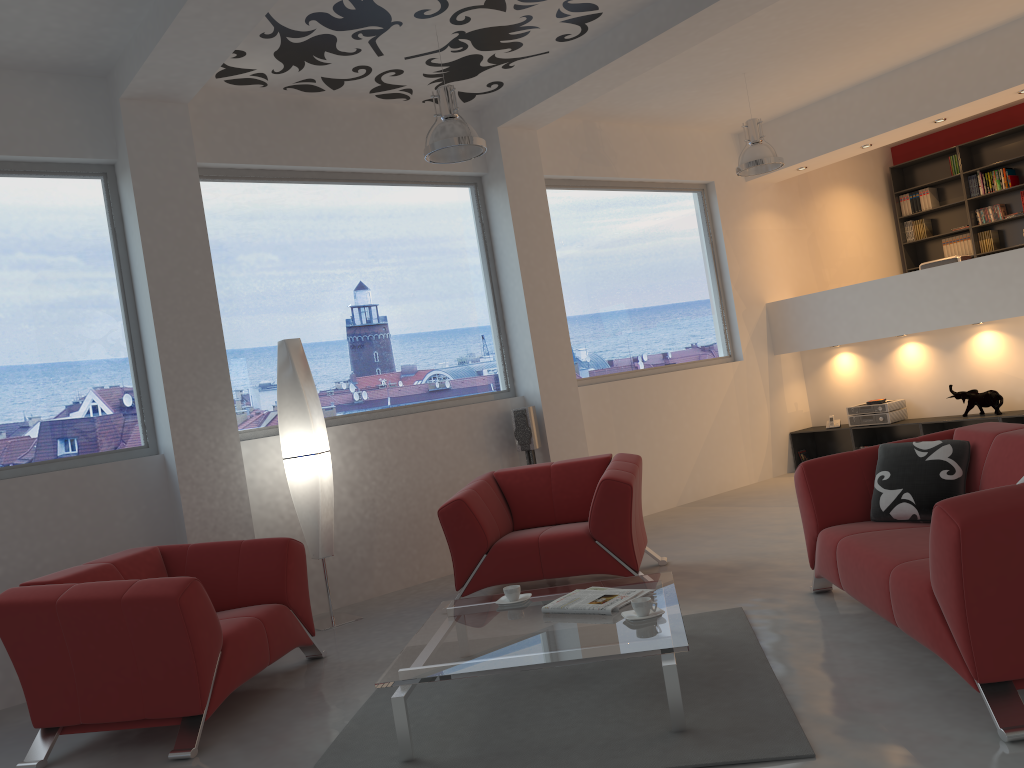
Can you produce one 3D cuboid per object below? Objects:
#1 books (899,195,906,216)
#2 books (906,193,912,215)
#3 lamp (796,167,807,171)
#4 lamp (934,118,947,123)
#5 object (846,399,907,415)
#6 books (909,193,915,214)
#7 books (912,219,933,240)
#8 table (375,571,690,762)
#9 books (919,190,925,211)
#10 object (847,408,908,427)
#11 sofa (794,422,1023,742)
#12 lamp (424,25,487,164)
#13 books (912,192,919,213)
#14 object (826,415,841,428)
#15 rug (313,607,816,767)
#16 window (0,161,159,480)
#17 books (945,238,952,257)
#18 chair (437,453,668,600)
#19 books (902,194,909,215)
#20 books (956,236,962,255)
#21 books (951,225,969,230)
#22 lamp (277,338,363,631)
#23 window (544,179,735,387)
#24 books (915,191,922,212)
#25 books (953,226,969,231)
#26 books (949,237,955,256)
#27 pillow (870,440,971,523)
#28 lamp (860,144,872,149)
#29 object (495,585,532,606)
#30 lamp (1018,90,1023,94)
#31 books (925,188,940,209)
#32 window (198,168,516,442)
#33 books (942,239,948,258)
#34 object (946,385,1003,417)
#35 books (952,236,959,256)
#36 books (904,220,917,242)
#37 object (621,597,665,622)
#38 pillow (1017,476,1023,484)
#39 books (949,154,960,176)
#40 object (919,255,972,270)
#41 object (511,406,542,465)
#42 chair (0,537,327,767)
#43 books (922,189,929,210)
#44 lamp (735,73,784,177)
[{"bbox_3d":[4.773,-2.149,10.731,0.200,0.260,0.040,-8,-1,-38],"label":"books"},{"bbox_3d":[4.822,-2.157,10.667,0.200,0.260,0.040,-8,-1,-38],"label":"books"},{"bbox_3d":[2.893,-2.146,8.847,0.105,0.011,0.105,-9,-1,-34],"label":"lamp"},{"bbox_3d":[3.735,-2.297,7.739,0.105,0.011,0.105,-10,-1,41],"label":"lamp"},{"bbox_3d":[3.494,0.224,8.517,0.349,0.077,0.430,-8,-1,-38],"label":"object"},{"bbox_3d":[4.846,-2.162,10.635,0.200,0.260,0.040,-8,-1,-38],"label":"books"},{"bbox_3d":[4.920,-1.843,10.621,0.170,0.240,0.146,-8,-1,-38],"label":"books"},{"bbox_3d":[0.151,1.100,3.608,1.097,0.286,1.162,-9,-1,7],"label":"table"},{"bbox_3d":[4.920,-2.175,10.538,0.200,0.260,0.040,-8,-1,-38],"label":"books"},{"bbox_3d":[3.503,0.322,8.510,0.365,0.100,0.430,-8,-1,-38],"label":"object"},{"bbox_3d":[1.829,0.608,3.490,0.951,0.738,1.929,-9,-1,2],"label":"sofa"},{"bbox_3d":[-0.401,-1.780,5.354,0.379,0.800,0.379,-9,-1,-9],"label":"lamp"},{"bbox_3d":[4.871,-2.166,10.603,0.200,0.260,0.040,-8,-1,-38],"label":"books"},{"bbox_3d":[3.184,0.368,8.799,0.130,0.117,0.146,-10,-1,28],"label":"object"},{"bbox_3d":[0.186,1.242,3.604,1.700,0.025,1.700,-9,-1,7],"label":"rug"},{"bbox_3d":[-3.267,-0.312,4.734,2.400,1.800,0.100,-8,-1,-38],"label":"window"},{"bbox_3d":[5.148,-1.573,10.361,0.200,0.260,0.040,-8,-1,-38],"label":"books"},{"bbox_3d":[0.246,0.890,5.485,1.288,0.738,0.951,-9,-1,12],"label":"chair"},{"bbox_3d":[4.798,-2.153,10.699,0.200,0.260,0.040,-8,-1,-38],"label":"books"},{"bbox_3d":[5.221,-1.586,10.265,0.200,0.260,0.040,-8,-1,-38],"label":"books"},{"bbox_3d":[5.208,-1.810,10.272,0.135,0.015,0.190,-8,-1,-38],"label":"books"},{"bbox_3d":[-1.253,0.603,5.525,0.313,1.779,0.313,-10,-1,44],"label":"lamp"},{"bbox_3d":[1.116,-0.965,8.157,2.400,1.800,0.100,-8,-1,-38],"label":"window"},{"bbox_3d":[4.895,-2.170,10.571,0.200,0.260,0.040,-8,-1,-38],"label":"books"},{"bbox_3d":[5.222,-1.798,10.257,0.135,0.015,0.190,-8,-1,-38],"label":"books"},{"bbox_3d":[5.172,-1.578,10.329,0.200,0.260,0.040,-8,-1,-38],"label":"books"},{"bbox_3d":[1.828,0.436,3.974,0.402,0.343,0.288,-10,-1,45],"label":"pillow"},{"bbox_3d":[3.314,-2.221,8.293,0.105,0.011,0.105,-10,-1,41],"label":"lamp"},{"bbox_3d":[0.004,0.950,3.994,0.153,0.069,0.153,-9,-1,19],"label":"object"},{"bbox_3d":[4.157,-2.372,7.185,0.105,0.011,0.105,-10,-1,41],"label":"lamp"},{"bbox_3d":[4.969,-2.184,10.474,0.200,0.260,0.040,-8,-1,-38],"label":"books"},{"bbox_3d":[-1.075,-0.639,6.445,2.400,1.800,0.100,-8,-1,-38],"label":"window"},{"bbox_3d":[5.123,-1.569,10.393,0.200,0.260,0.040,-8,-1,-38],"label":"books"},{"bbox_3d":[4.074,0.131,7.788,0.191,0.296,0.507,-9,-1,-22],"label":"object"},{"bbox_3d":[5.196,-1.582,10.297,0.200,0.260,0.040,-8,-1,-38],"label":"books"},{"bbox_3d":[4.847,-1.838,10.716,0.181,0.256,0.090,-8,-1,-38],"label":"books"},{"bbox_3d":[0.500,0.862,3.404,0.153,0.069,0.153,-9,-1,-11],"label":"object"},{"bbox_3d":[1.781,0.430,2.978,0.402,0.343,0.288,-9,-1,-30],"label":"pillow"},{"bbox_3d":[5.151,-2.511,10.197,0.170,0.240,0.146,-8,-1,-38],"label":"books"},{"bbox_3d":[4.109,-1.069,8.289,0.458,0.217,0.397,-8,-1,-38],"label":"object"},{"bbox_3d":[0.172,0.731,6.808,0.214,1.112,0.229,-9,-1,17],"label":"object"},{"bbox_3d":[-1.597,1.167,4.203,0.951,0.738,1.288,-9,-1,12],"label":"chair"},{"bbox_3d":[4.944,-2.179,10.506,0.200,0.260,0.040,-8,-1,-38],"label":"books"},{"bbox_3d":[1.947,-2.130,7.188,0.379,0.800,0.379,-9,-1,24],"label":"lamp"}]
